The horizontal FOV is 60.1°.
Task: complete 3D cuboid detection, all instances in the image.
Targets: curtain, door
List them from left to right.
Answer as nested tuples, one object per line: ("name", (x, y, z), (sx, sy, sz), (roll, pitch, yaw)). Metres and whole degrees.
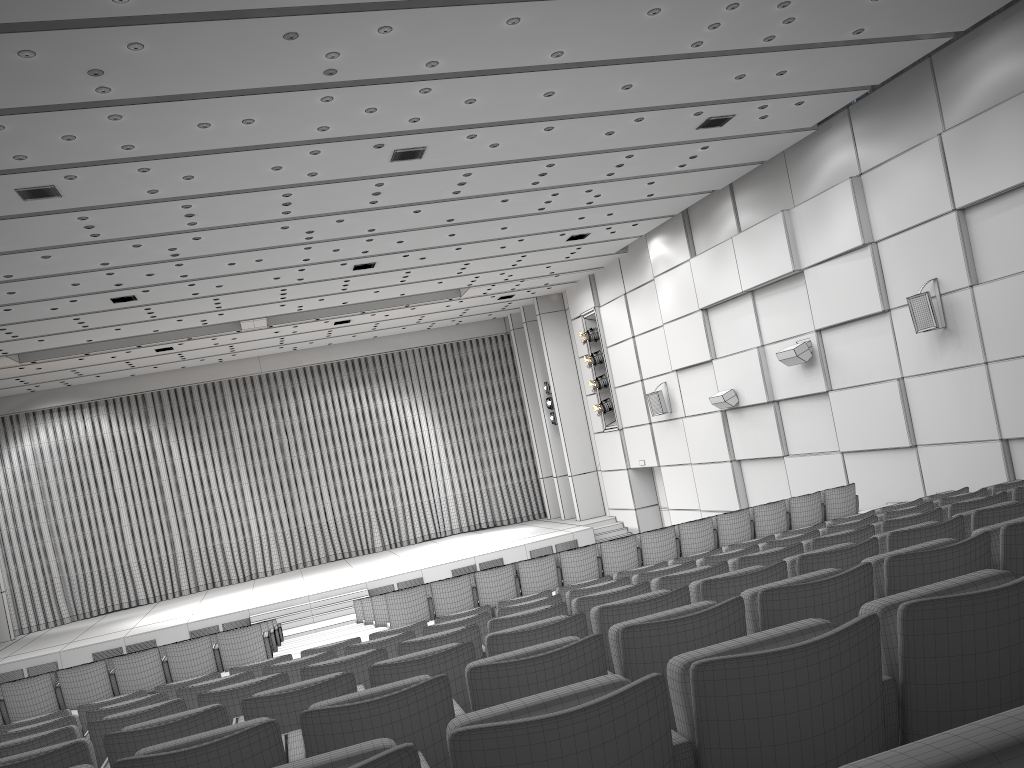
("curtain", (-7.137, 2.579, 27.408), (16.076, 6.516, 1.435), (-10, 0, -15))
("door", (4.113, 3.125, 22.831), (0.085, 2.176, 1.706), (-11, -1, -16))

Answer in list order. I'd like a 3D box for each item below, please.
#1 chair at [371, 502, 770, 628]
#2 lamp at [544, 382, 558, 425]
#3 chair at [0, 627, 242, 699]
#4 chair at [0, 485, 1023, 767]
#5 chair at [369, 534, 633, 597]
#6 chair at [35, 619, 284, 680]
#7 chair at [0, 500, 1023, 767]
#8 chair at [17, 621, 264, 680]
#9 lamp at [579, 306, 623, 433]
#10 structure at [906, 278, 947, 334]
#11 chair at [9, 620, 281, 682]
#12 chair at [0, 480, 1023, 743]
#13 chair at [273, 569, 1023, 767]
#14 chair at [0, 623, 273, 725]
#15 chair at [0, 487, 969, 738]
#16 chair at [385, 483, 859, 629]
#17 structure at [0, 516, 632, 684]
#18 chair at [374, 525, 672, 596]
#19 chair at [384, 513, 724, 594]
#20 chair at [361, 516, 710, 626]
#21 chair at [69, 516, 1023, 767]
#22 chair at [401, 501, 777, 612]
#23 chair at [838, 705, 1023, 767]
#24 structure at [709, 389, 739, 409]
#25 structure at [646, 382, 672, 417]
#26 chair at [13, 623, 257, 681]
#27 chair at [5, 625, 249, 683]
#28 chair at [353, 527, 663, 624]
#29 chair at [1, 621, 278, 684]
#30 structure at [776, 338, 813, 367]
("chair", (1.121, 2.778, 13.602), (6.578, 0.621, 0.615), (-10, -2, -15))
("lamp", (1.233, 0.554, 26.185), (0.435, 1.477, 0.387), (-11, 0, -19))
("chair", (-6.160, 3.859, 10.464), (6.029, 0.621, 0.615), (-10, -2, -15))
("chair", (-1.179, 1.905, 5.109), (13.155, 0.621, 0.615), (-10, -2, -15))
("chair", (-0.098, 4.138, 18.935), (6.029, 0.621, 0.615), (-10, -2, -15))
("chair", (-7.443, 5.231, 15.773), (6.578, 0.621, 0.615), (-10, -2, -15))
("chair", (-0.900, 1.627, 4.053), (13.703, 0.621, 0.615), (-10, -2, -15))
("chair", (-7.649, 5.496, 16.855), (6.029, 0.621, 0.615), (-10, -2, -15))
("lamp", (2.397, -0.361, 23.879), (0.752, 3.338, 1.026), (-11, 0, -20))
("structure", (5.994, -1.130, 12.827), (0.411, 0.744, 0.408), (-12, -1, 32))
("chair", (-6.937, 4.683, 13.647), (6.578, 0.621, 0.615), (-10, -2, -15))
("chair", (-1.407, 2.174, 6.178), (13.703, 0.621, 0.615), (-10, -2, -15))
("chair", (-0.394, 1.079, 1.928), (13.703, 0.621, 0.615), (-10, -2, -15))
("chair", (-5.923, 3.589, 9.396), (6.578, 0.621, 0.615), (-10, -2, -15))
("chair", (-1.686, 2.452, 7.234), (13.155, 0.621, 0.615), (-10, -2, -15))
("chair", (1.627, 2.230, 11.476), (6.578, 0.621, 0.615), (-10, -2, -15))
("structure", (-5.570, 5.824, 24.405), (17.759, 0.845, 8.359), (-10, -4, -15))
("chair", (0.377, 3.596, 16.794), (6.029, 0.621, 0.615), (-10, -2, -15))
("chair", (0.884, 3.048, 14.669), (6.029, 0.621, 0.615), (-10, -2, -15))
("chair", (0.614, 3.325, 15.727), (6.578, 0.621, 0.615), (-10, -2, -15))
("chair", (-0.672, 1.358, 2.983), (13.155, 0.621, 0.615), (-10, -2, -15))
("chair", (1.390, 2.501, 12.543), (6.029, 0.621, 0.615), (-10, -2, -15))
("chair", (-0.166, 0.810, 0.858), (13.155, 0.621, 0.615), (-10, -2, -15))
("structure", (4.388, 0.284, 18.168), (0.469, 0.417, 0.523), (-11, -2, -18))
("structure", (3.452, 0.359, 20.791), (0.411, 0.744, 0.408), (-12, -1, 32))
("chair", (-7.174, 4.954, 14.715), (6.029, 0.621, 0.615), (-10, -2, -15))
("chair", (-6.667, 4.407, 12.589), (6.029, 0.621, 0.615), (-10, -2, -15))
("chair", (0.107, 3.872, 17.853), (6.578, 0.621, 0.615), (-10, -2, -15))
("chair", (-6.430, 4.136, 11.522), (6.578, 0.621, 0.615), (-10, -2, -15))
("structure", (5.058, -0.555, 15.757), (0.469, 0.417, 0.523), (-11, -2, -20))
